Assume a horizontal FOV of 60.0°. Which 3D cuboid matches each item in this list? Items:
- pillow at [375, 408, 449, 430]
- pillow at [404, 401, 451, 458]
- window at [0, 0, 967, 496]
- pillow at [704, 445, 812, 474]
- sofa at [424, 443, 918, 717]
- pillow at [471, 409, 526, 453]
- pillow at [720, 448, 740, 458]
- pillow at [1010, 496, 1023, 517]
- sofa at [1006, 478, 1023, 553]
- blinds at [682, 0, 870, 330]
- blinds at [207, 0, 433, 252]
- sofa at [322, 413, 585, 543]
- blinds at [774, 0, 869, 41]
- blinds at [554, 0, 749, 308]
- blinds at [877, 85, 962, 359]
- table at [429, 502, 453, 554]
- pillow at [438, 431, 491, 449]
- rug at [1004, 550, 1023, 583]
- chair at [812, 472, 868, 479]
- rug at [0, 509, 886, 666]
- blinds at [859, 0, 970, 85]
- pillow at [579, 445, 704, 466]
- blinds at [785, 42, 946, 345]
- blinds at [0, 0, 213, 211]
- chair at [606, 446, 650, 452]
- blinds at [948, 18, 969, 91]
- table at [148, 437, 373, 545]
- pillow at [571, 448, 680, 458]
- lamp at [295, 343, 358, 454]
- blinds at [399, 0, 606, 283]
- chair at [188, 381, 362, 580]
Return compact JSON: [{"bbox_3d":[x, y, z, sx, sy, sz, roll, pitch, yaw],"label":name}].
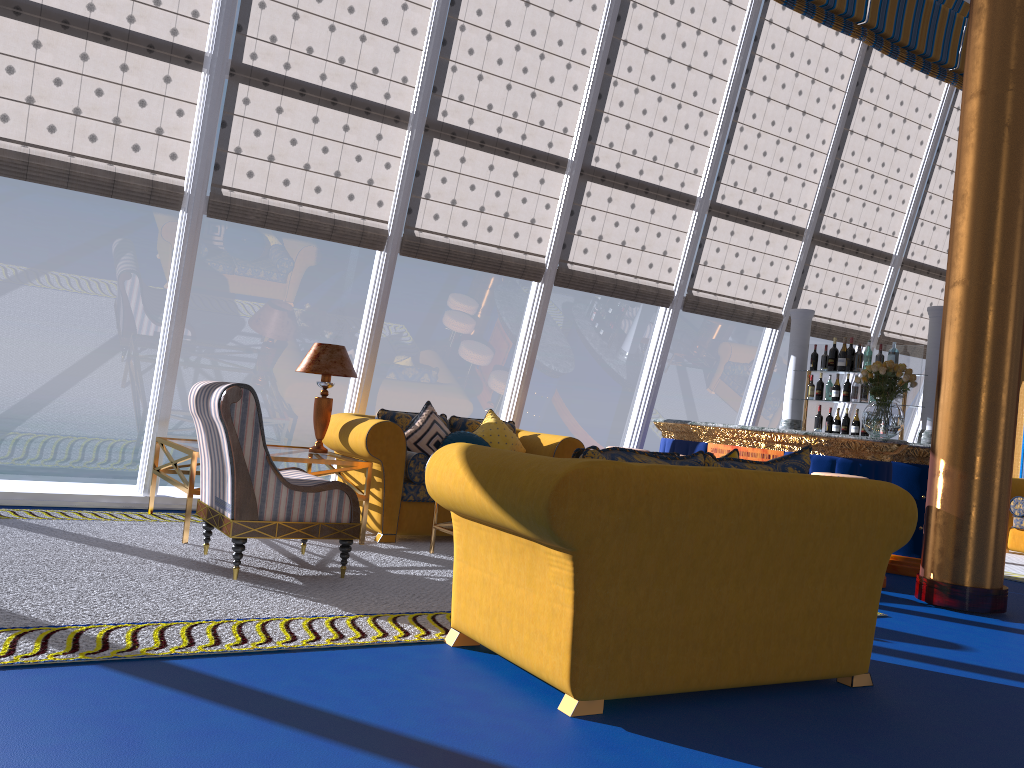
[{"bbox_3d":[-0.783,0.477,6.800,0.614,0.549,0.244,7,-2,-35],"label":"pillow"},{"bbox_3d":[-0.593,0.437,6.628,0.698,0.619,0.278,7,-2,-34],"label":"pillow"},{"bbox_3d":[0.470,-1.661,7.779,15.622,5.854,1.603,7,-2,-32],"label":"window"},{"bbox_3d":[0.963,0.565,3.725,0.606,0.672,0.351,7,-2,-24],"label":"pillow"},{"bbox_3d":[0.646,0.736,3.676,1.866,0.854,1.001,7,-2,-30],"label":"sofa"},{"bbox_3d":[-0.131,0.489,6.916,0.579,0.583,0.328,6,-2,-12],"label":"pillow"},{"bbox_3d":[0.847,0.512,3.833,0.617,0.491,0.230,7,-2,-27],"label":"pillow"},{"bbox_3d":[5.601,1.333,9.609,0.381,0.219,0.213,7,-2,-27],"label":"pillow"},{"bbox_3d":[6.108,1.485,9.353,1.021,0.854,1.830,7,-2,-30],"label":"sofa"},{"bbox_3d":[2.646,-2.322,8.765,1.379,3.393,0.866,7,-2,-32],"label":"blinds"},{"bbox_3d":[-1.201,-2.794,6.347,1.379,3.393,0.866,7,-2,-32],"label":"blinds"},{"bbox_3d":[-0.479,0.724,6.854,1.864,0.854,0.991,7,-2,-32],"label":"sofa"},{"bbox_3d":[2.831,-3.854,8.348,1.540,0.830,0.335,7,-2,-32],"label":"blinds"},{"bbox_3d":[1.344,-2.482,7.947,1.379,3.393,0.866,7,-2,-32],"label":"blinds"},{"bbox_3d":[5.211,-2.008,10.377,1.379,3.393,0.866,7,-2,-32],"label":"blinds"},{"bbox_3d":[0.110,0.987,5.675,0.916,0.369,0.965,7,-2,-32],"label":"table"},{"bbox_3d":[-0.328,0.555,6.597,0.477,0.404,0.317,6,-2,-19],"label":"pillow"},{"bbox_3d":[5.897,1.842,8.155,3.630,0.011,6.195,7,-2,-32],"label":"rug"},{"bbox_3d":[2.205,1.004,6.042,0.394,0.781,0.402,5,-2,29],"label":"chair"},{"bbox_3d":[-1.353,1.007,5.094,6.320,0.010,3.556,7,-2,-32],"label":"rug"},{"bbox_3d":[4.145,-3.693,9.173,1.540,0.830,0.335,7,-2,-32],"label":"blinds"},{"bbox_3d":[0.460,0.535,3.402,0.619,0.610,0.336,7,-2,-27],"label":"pillow"},{"bbox_3d":[3.898,-2.169,9.552,1.379,3.393,0.866,7,-2,-32],"label":"blinds"},{"bbox_3d":[-2.501,-2.953,5.530,1.379,3.393,0.866,7,-2,-32],"label":"blinds"},{"bbox_3d":[0.958,0.933,7.557,0.397,0.781,0.399,6,-2,6],"label":"chair"},{"bbox_3d":[5.455,-3.533,9.996,1.540,0.830,0.335,7,-2,-32],"label":"blinds"},{"bbox_3d":[-1.762,0.724,6.118,1.163,0.549,1.225,7,-2,-32],"label":"table"},{"bbox_3d":[0.355,0.472,3.568,0.527,0.455,0.324,7,-2,-32],"label":"pillow"},{"bbox_3d":[-1.355,0.106,6.397,0.449,0.783,0.443,6,-2,-17],"label":"lamp"},{"bbox_3d":[0.069,-2.638,7.145,1.379,3.393,0.866,7,-2,-32],"label":"blinds"},{"bbox_3d":[-1.307,0.500,4.790,0.792,0.966,0.786,7,-2,-31],"label":"chair"}]
